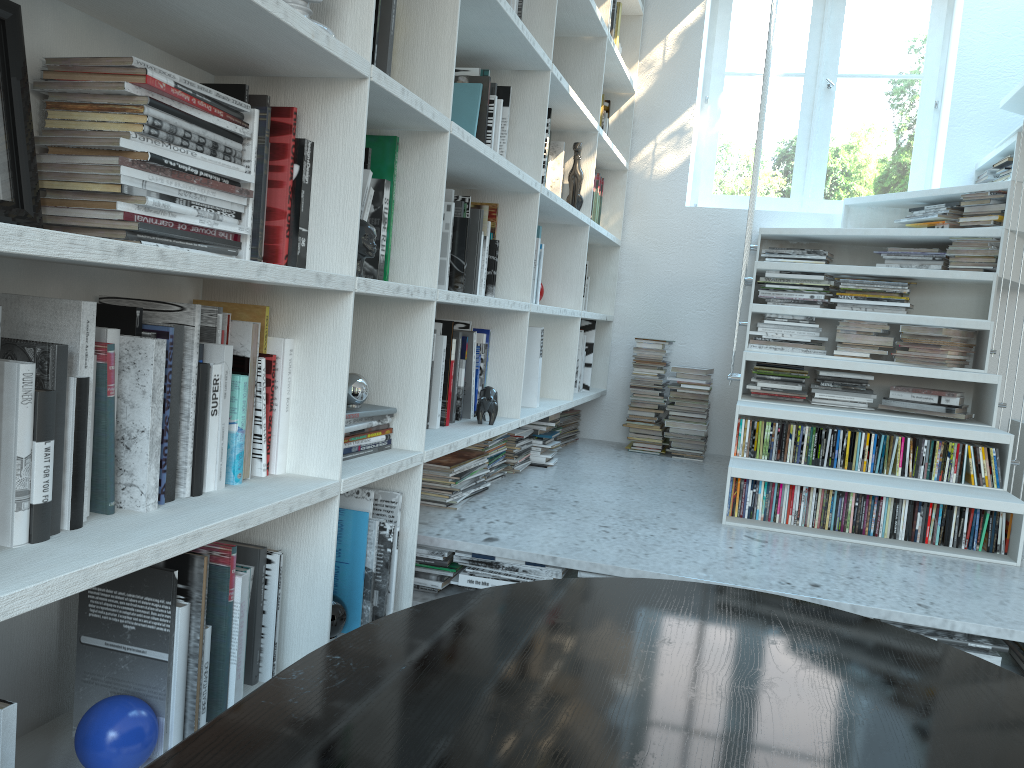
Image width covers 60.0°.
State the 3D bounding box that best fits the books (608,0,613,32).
[{"bbox_3d":[0.316,-1.508,3.676,0.189,0.194,0.024,6,5,15],"label":"books"}]

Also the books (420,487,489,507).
[{"bbox_3d":[-0.225,0.340,2.790,0.193,0.007,0.345,7,5,19],"label":"books"}]

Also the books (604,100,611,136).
[{"bbox_3d":[0.376,-1.232,4.321,0.186,0.293,0.041,6,5,15],"label":"books"}]

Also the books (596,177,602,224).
[{"bbox_3d":[0.341,-0.866,4.327,0.169,0.294,0.018,6,5,15],"label":"books"}]

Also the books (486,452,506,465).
[{"bbox_3d":[-0.126,0.249,3.107,0.159,0.007,0.285,6,4,10],"label":"books"}]

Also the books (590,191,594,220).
[{"bbox_3d":[0.275,-0.794,4.064,0.191,0.181,0.024,6,5,15],"label":"books"}]

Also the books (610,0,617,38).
[{"bbox_3d":[0.345,-1.544,3.780,0.189,0.254,0.023,6,5,15],"label":"books"}]

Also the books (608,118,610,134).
[{"bbox_3d":[0.379,-1.198,4.355,0.184,0.219,0.021,6,5,15],"label":"books"}]

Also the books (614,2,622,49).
[{"bbox_3d":[0.349,-1.546,3.897,0.247,0.242,0.042,6,5,15],"label":"books"}]

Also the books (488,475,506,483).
[{"bbox_3d":[-0.139,0.330,3.114,0.161,0.007,0.254,7,5,18],"label":"books"}]

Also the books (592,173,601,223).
[{"bbox_3d":[0.326,-0.860,4.238,0.169,0.294,0.018,6,5,15],"label":"books"}]

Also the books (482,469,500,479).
[{"bbox_3d":[-0.133,0.296,3.110,0.159,0.007,0.285,6,4,11],"label":"books"}]

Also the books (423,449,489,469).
[{"bbox_3d":[-0.219,0.228,2.786,0.193,0.007,0.345,6,5,17],"label":"books"}]

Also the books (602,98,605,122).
[{"bbox_3d":[0.335,-1.212,4.168,0.173,0.268,0.028,6,5,15],"label":"books"}]

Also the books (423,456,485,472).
[{"bbox_3d":[-0.220,0.235,2.787,0.193,0.007,0.345,6,4,13],"label":"books"}]

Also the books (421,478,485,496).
[{"bbox_3d":[-0.228,0.309,2.789,0.195,0.008,0.308,6,5,17],"label":"books"}]

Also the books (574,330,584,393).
[{"bbox_3d":[0.234,-0.108,4.029,0.159,0.285,0.012,6,5,15],"label":"books"}]

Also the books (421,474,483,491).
[{"bbox_3d":[-0.218,0.295,2.787,0.195,0.008,0.308,6,4,10],"label":"books"}]

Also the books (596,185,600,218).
[{"bbox_3d":[0.331,-0.864,4.293,0.169,0.294,0.018,6,5,15],"label":"books"}]

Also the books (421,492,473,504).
[{"bbox_3d":[-0.225,0.332,2.790,0.195,0.008,0.308,6,4,11],"label":"books"}]

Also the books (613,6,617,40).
[{"bbox_3d":[0.363,-1.533,3.866,0.174,0.222,0.013,6,5,15],"label":"books"}]

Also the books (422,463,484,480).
[{"bbox_3d":[-0.214,0.258,2.786,0.193,0.007,0.345,6,4,10],"label":"books"}]

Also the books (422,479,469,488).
[{"bbox_3d":[-0.230,0.287,2.790,0.195,0.008,0.308,6,5,15],"label":"books"}]

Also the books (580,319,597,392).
[{"bbox_3d":[0.291,-0.141,4.183,0.185,0.336,0.010,6,5,15],"label":"books"}]

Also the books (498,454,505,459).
[{"bbox_3d":[-0.136,0.254,3.110,0.161,0.007,0.254,6,5,16],"label":"books"}]

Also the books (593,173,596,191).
[{"bbox_3d":[0.295,-0.856,4.182,0.169,0.292,0.072,6,5,15],"label":"books"}]

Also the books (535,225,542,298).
[{"bbox_3d":[0.007,-0.442,3.273,0.181,0.290,0.026,6,5,15],"label":"books"}]

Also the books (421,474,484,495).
[{"bbox_3d":[-0.227,0.302,2.790,0.193,0.007,0.345,6,4,13],"label":"books"}]

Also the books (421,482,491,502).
[{"bbox_3d":[-0.221,0.325,2.788,0.193,0.007,0.345,7,5,20],"label":"books"}]

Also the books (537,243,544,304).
[{"bbox_3d":[0.022,-0.421,3.377,0.181,0.236,0.025,6,5,15],"label":"books"}]

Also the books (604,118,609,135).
[{"bbox_3d":[0.361,-1.181,4.271,0.192,0.195,0.029,6,5,15],"label":"books"}]

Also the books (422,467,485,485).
[{"bbox_3d":[-0.220,0.272,2.789,0.193,0.007,0.345,6,4,12],"label":"books"}]

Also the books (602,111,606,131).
[{"bbox_3d":[0.341,-1.185,4.196,0.188,0.212,0.025,6,5,15],"label":"books"}]

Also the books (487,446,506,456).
[{"bbox_3d":[-0.136,0.227,3.108,0.159,0.007,0.285,6,5,15],"label":"books"}]

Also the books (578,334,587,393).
[{"bbox_3d":[0.247,-0.101,4.079,0.168,0.266,0.031,6,5,15],"label":"books"}]

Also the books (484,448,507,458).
[{"bbox_3d":[-0.134,0.234,3.108,0.159,0.007,0.285,6,5,16],"label":"books"}]

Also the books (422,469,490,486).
[{"bbox_3d":[-0.216,0.280,2.788,0.195,0.008,0.308,7,5,20],"label":"books"}]

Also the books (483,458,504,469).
[{"bbox_3d":[-0.131,0.269,3.110,0.161,0.007,0.254,6,4,11],"label":"books"}]

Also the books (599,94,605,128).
[{"bbox_3d":[0.328,-1.216,4.149,0.188,0.277,0.013,6,5,15],"label":"books"}]

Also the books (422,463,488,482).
[{"bbox_3d":[-0.223,0.265,2.789,0.193,0.007,0.345,6,5,17],"label":"books"}]

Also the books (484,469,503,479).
[{"bbox_3d":[-0.143,0.309,3.114,0.161,0.007,0.254,6,5,15],"label":"books"}]

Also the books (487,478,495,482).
[{"bbox_3d":[-0.145,0.323,3.115,0.159,0.007,0.285,6,5,15],"label":"books"}]

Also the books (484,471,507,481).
[{"bbox_3d":[-0.136,0.317,3.112,0.161,0.007,0.254,7,5,19],"label":"books"}]

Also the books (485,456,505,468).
[{"bbox_3d":[-0.130,0.262,3.109,0.159,0.007,0.285,6,4,11],"label":"books"}]

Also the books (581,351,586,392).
[{"bbox_3d":[0.248,-0.065,4.122,0.176,0.189,0.024,6,5,15],"label":"books"}]

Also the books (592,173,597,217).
[{"bbox_3d":[0.306,-0.860,4.218,0.169,0.294,0.033,6,5,15],"label":"books"}]

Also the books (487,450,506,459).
[{"bbox_3d":[-0.135,0.241,3.109,0.161,0.007,0.254,6,5,16],"label":"books"}]

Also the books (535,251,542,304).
[{"bbox_3d":[0.010,-0.400,3.315,0.189,0.201,0.030,6,5,15],"label":"books"}]

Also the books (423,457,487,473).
[{"bbox_3d":[-0.220,0.242,2.787,0.195,0.008,0.308,6,5,17],"label":"books"}]

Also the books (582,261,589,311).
[{"bbox_3d":[0.285,-0.482,4.359,0.161,0.254,0.012,6,5,15],"label":"books"}]

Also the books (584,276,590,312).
[{"bbox_3d":[0.295,-0.446,4.380,0.167,0.181,0.028,6,5,15],"label":"books"}]

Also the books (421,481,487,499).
[{"bbox_3d":[-0.223,0.318,2.788,0.195,0.008,0.308,7,5,19],"label":"books"}]

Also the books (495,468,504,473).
[{"bbox_3d":[-0.141,0.302,3.113,0.161,0.007,0.254,6,5,16],"label":"books"}]

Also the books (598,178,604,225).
[{"bbox_3d":[0.356,-0.867,4.361,0.169,0.294,0.018,6,5,15],"label":"books"}]

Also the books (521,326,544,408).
[{"bbox_3d":[-0.021,-0.071,3.212,0.255,0.291,0.075,6,5,15],"label":"books"}]

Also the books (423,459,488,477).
[{"bbox_3d":[-0.221,0.250,2.788,0.193,0.007,0.345,6,5,17],"label":"books"}]
